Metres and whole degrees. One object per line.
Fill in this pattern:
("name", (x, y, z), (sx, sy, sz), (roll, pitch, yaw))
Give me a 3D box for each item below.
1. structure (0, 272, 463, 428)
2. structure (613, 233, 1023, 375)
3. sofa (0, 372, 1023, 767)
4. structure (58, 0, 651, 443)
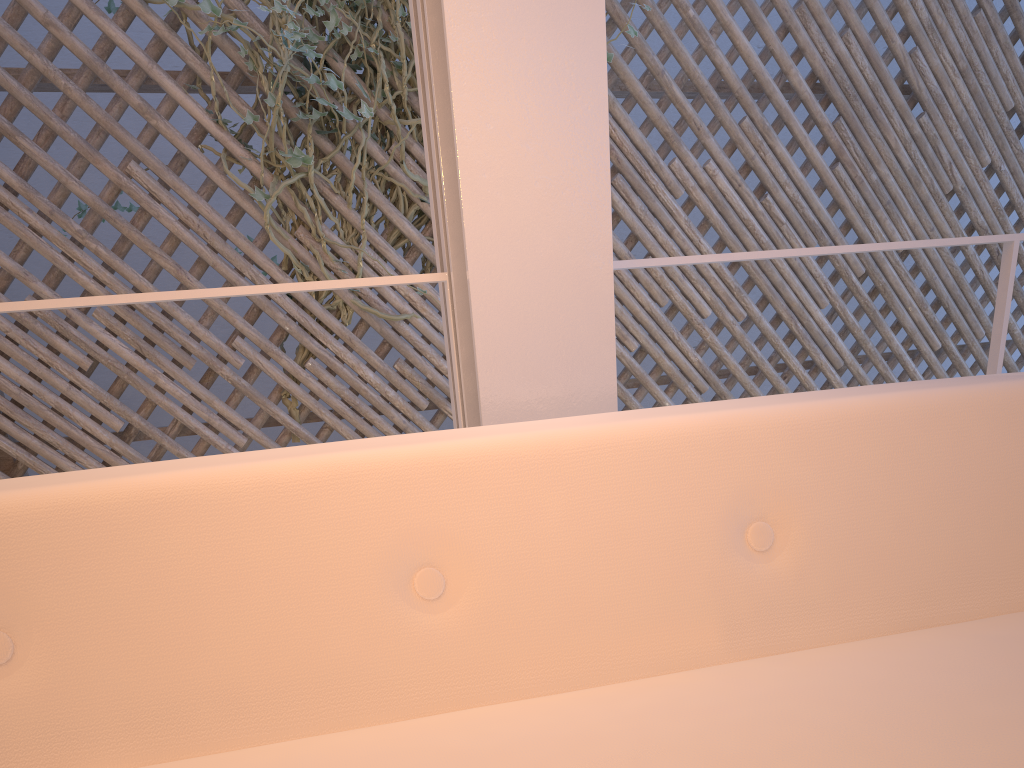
("structure", (-0.865, 0.252, 0.820), (1.689, 0.623, 0.025), (-6, 20, -11))
("structure", (0.923, 0.079, 1.187), (1.687, 0.623, 0.025), (-6, 20, -11))
("sofa", (0.094, 0.221, 0.465), (0.977, 0.408, 0.460), (-6, 10, -12))
("structure", (-0.071, -1.302, 2.026), (2.319, 2.988, 0.669), (-9, 20, -19))
